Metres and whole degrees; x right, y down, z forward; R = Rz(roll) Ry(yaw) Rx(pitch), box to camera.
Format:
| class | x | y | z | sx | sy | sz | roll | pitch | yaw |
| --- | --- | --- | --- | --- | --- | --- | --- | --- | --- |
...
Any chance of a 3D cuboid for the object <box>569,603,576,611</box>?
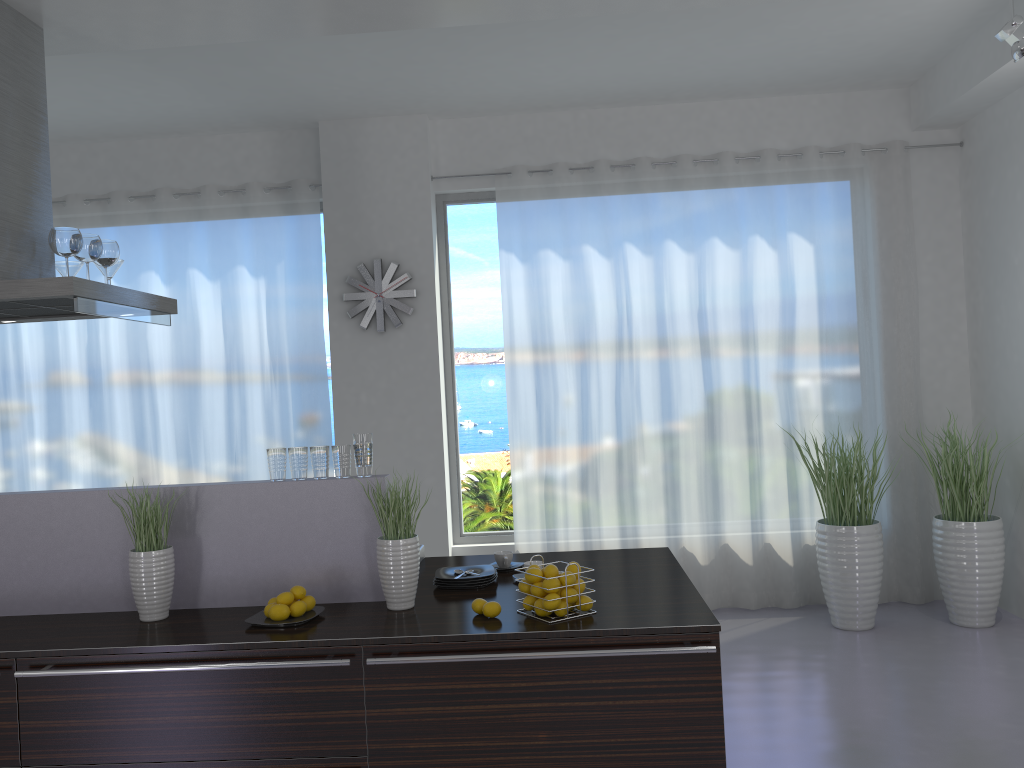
| class | x | y | z | sx | sy | sz | roll | pitch | yaw |
| --- | --- | --- | --- | --- | --- | --- | --- | --- | --- |
| object | 0.184 | 0.720 | 2.920 | 0.061 | 0.055 | 0.050 | -3 | 0 | -41 |

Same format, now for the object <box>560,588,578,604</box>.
| class | x | y | z | sx | sy | sz | roll | pitch | yaw |
| --- | --- | --- | --- | --- | --- | --- | --- | --- | --- |
| object | 0.183 | 0.682 | 2.857 | 0.061 | 0.055 | 0.051 | -3 | 0 | -18 |

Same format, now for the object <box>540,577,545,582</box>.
| class | x | y | z | sx | sy | sz | roll | pitch | yaw |
| --- | --- | --- | --- | --- | --- | --- | --- | --- | --- |
| object | 0.108 | 0.665 | 2.935 | 0.064 | 0.053 | 0.051 | -3 | 0 | 6 |

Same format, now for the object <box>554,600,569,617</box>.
| class | x | y | z | sx | sy | sz | roll | pitch | yaw |
| --- | --- | --- | --- | --- | --- | --- | --- | --- | --- |
| object | 0.158 | 0.719 | 2.844 | 0.051 | 0.053 | 0.063 | -3 | 0 | 11 |

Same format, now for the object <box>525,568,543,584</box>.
| class | x | y | z | sx | sy | sz | roll | pitch | yaw |
| --- | --- | --- | --- | --- | --- | --- | --- | --- | --- |
| object | 0.071 | 0.626 | 2.895 | 0.053 | 0.051 | 0.063 | -3 | 0 | -40 |

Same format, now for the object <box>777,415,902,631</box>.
| class | x | y | z | sx | sy | sz | roll | pitch | yaw |
| --- | --- | --- | --- | --- | --- | --- | --- | --- | --- |
| object | 2.074 | 0.845 | 5.476 | 0.713 | 1.334 | 0.656 | -3 | 0 | 3 |

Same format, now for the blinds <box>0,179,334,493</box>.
| class | x | y | z | sx | sy | sz | roll | pitch | yaw |
| --- | --- | --- | --- | --- | --- | --- | --- | --- | --- |
| blinds | -2.888 | 0.208 | 6.274 | 3.245 | 3.112 | 0.120 | -3 | 0 | 3 |

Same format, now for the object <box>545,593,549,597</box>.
| class | x | y | z | sx | sy | sz | roll | pitch | yaw |
| --- | --- | --- | --- | --- | --- | --- | --- | --- | --- |
| object | 0.126 | 0.713 | 2.906 | 0.057 | 0.060 | 0.052 | -3 | 0 | 9 |

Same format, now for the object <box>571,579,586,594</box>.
| class | x | y | z | sx | sy | sz | roll | pitch | yaw |
| --- | --- | --- | --- | --- | --- | --- | --- | --- | --- |
| object | 0.214 | 0.666 | 2.907 | 0.061 | 0.054 | 0.053 | -3 | 0 | -41 |

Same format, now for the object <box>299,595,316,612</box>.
| class | x | y | z | sx | sy | sz | roll | pitch | yaw |
| --- | --- | --- | --- | --- | --- | --- | --- | --- | --- |
| object | -0.703 | 0.753 | 3.042 | 0.051 | 0.053 | 0.063 | -3 | 0 | 43 |

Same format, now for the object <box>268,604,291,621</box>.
| class | x | y | z | sx | sy | sz | roll | pitch | yaw |
| --- | --- | --- | --- | --- | --- | --- | --- | --- | --- |
| object | -0.772 | 0.760 | 2.947 | 0.070 | 0.058 | 0.060 | -3 | 0 | 2 |

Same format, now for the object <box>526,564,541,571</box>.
| class | x | y | z | sx | sy | sz | roll | pitch | yaw |
| --- | --- | --- | --- | --- | --- | --- | --- | --- | --- |
| object | 0.071 | 0.630 | 2.948 | 0.052 | 0.060 | 0.057 | -3 | 0 | -9 |

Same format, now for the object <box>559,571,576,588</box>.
| class | x | y | z | sx | sy | sz | roll | pitch | yaw |
| --- | --- | --- | --- | --- | --- | --- | --- | --- | --- |
| object | 0.180 | 0.631 | 2.863 | 0.051 | 0.053 | 0.063 | -3 | 0 | 16 |

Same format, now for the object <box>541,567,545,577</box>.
| class | x | y | z | sx | sy | sz | roll | pitch | yaw |
| --- | --- | --- | --- | --- | --- | --- | --- | --- | --- |
| object | 0.117 | 0.640 | 2.977 | 0.063 | 0.051 | 0.053 | -3 | 0 | -42 |

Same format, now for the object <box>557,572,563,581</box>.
| class | x | y | z | sx | sy | sz | roll | pitch | yaw |
| --- | --- | --- | --- | --- | --- | --- | --- | --- | --- |
| object | 0.167 | 0.649 | 2.933 | 0.055 | 0.051 | 0.061 | -3 | 0 | -3 |

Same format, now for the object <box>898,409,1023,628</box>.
| class | x | y | z | sx | sy | sz | roll | pitch | yaw |
| --- | --- | --- | --- | --- | --- | --- | --- | --- | --- |
| object | 2.735 | 0.811 | 5.474 | 0.656 | 1.334 | 0.713 | -3 | 0 | -12 |

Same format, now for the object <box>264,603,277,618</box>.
| class | x | y | z | sx | sy | sz | roll | pitch | yaw |
| --- | --- | --- | --- | --- | --- | --- | --- | --- | --- |
| object | -0.806 | 0.766 | 2.995 | 0.063 | 0.051 | 0.053 | -3 | 0 | 7 |

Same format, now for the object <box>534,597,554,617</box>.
| class | x | y | z | sx | sy | sz | roll | pitch | yaw |
| --- | --- | --- | --- | --- | --- | --- | --- | --- | --- |
| object | 0.106 | 0.720 | 2.868 | 0.064 | 0.063 | 0.074 | -3 | 0 | 23 |

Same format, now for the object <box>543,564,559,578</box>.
| class | x | y | z | sx | sy | sz | roll | pitch | yaw |
| --- | --- | --- | --- | --- | --- | --- | --- | --- | --- |
| object | 0.128 | 0.619 | 2.911 | 0.051 | 0.053 | 0.063 | -3 | 0 | 4 |

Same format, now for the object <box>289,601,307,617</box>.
| class | x | y | z | sx | sy | sz | roll | pitch | yaw |
| --- | --- | --- | --- | --- | --- | --- | --- | --- | --- |
| object | -0.721 | 0.758 | 2.987 | 0.061 | 0.054 | 0.052 | -3 | 0 | -20 |

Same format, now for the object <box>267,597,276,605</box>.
| class | x | y | z | sx | sy | sz | roll | pitch | yaw |
| --- | --- | --- | --- | --- | --- | --- | --- | --- | --- |
| object | -0.812 | 0.762 | 3.051 | 0.052 | 0.054 | 0.061 | -3 | 0 | -40 |

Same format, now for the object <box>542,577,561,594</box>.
| class | x | y | z | sx | sy | sz | roll | pitch | yaw |
| --- | --- | --- | --- | --- | --- | --- | --- | --- | --- |
| object | 0.126 | 0.646 | 2.844 | 0.061 | 0.052 | 0.053 | -3 | 0 | 16 |

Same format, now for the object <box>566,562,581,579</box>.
| class | x | y | z | sx | sy | sz | roll | pitch | yaw |
| --- | --- | --- | --- | --- | --- | --- | --- | --- | --- |
| object | 0.203 | 0.617 | 2.926 | 0.050 | 0.060 | 0.059 | -3 | 0 | 3 |

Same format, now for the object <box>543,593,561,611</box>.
| class | x | y | z | sx | sy | sz | roll | pitch | yaw |
| --- | --- | --- | --- | --- | --- | --- | --- | --- | --- |
| object | 0.126 | 0.692 | 2.817 | 0.061 | 0.054 | 0.052 | -3 | 0 | -20 |

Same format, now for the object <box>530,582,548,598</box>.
| class | x | y | z | sx | sy | sz | roll | pitch | yaw |
| --- | --- | --- | --- | --- | --- | --- | --- | --- | --- |
| object | 0.090 | 0.669 | 2.882 | 0.062 | 0.053 | 0.052 | -3 | 0 | -25 |

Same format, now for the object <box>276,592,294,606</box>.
| class | x | y | z | sx | sy | sz | roll | pitch | yaw |
| --- | --- | --- | --- | --- | --- | --- | --- | --- | --- |
| object | -0.766 | 0.726 | 2.993 | 0.061 | 0.047 | 0.053 | -3 | 0 | 6 |

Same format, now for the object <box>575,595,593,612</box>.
| class | x | y | z | sx | sy | sz | roll | pitch | yaw |
| --- | --- | --- | --- | --- | --- | --- | --- | --- | --- |
| object | 0.234 | 0.715 | 2.888 | 0.053 | 0.052 | 0.062 | -3 | 0 | 42 |

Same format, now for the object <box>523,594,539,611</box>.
| class | x | y | z | sx | sy | sz | roll | pitch | yaw |
| --- | --- | --- | --- | --- | --- | --- | --- | --- | --- |
| object | 0.064 | 0.716 | 2.913 | 0.060 | 0.057 | 0.052 | -3 | 0 | 5 |

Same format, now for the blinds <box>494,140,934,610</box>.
| class | x | y | z | sx | sy | sz | roll | pitch | yaw |
| --- | --- | --- | --- | --- | --- | --- | --- | --- | --- |
| blinds | 1.367 | -0.014 | 6.053 | 2.830 | 3.112 | 0.120 | -3 | 0 | 3 |

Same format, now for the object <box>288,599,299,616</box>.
| class | x | y | z | sx | sy | sz | roll | pitch | yaw |
| --- | --- | --- | --- | --- | --- | --- | --- | --- | --- |
| object | -0.755 | 0.760 | 3.035 | 0.057 | 0.060 | 0.071 | -3 | 0 | 4 |

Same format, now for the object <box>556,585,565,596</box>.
| class | x | y | z | sx | sy | sz | roll | pitch | yaw |
| --- | --- | --- | --- | --- | --- | --- | --- | --- | --- |
| object | 0.159 | 0.679 | 2.877 | 0.051 | 0.053 | 0.062 | -3 | 0 | 11 |

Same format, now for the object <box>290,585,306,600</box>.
| class | x | y | z | sx | sy | sz | roll | pitch | yaw |
| --- | --- | --- | --- | --- | --- | --- | --- | --- | --- |
| object | -0.732 | 0.714 | 3.033 | 0.053 | 0.048 | 0.063 | -3 | 0 | -31 |
